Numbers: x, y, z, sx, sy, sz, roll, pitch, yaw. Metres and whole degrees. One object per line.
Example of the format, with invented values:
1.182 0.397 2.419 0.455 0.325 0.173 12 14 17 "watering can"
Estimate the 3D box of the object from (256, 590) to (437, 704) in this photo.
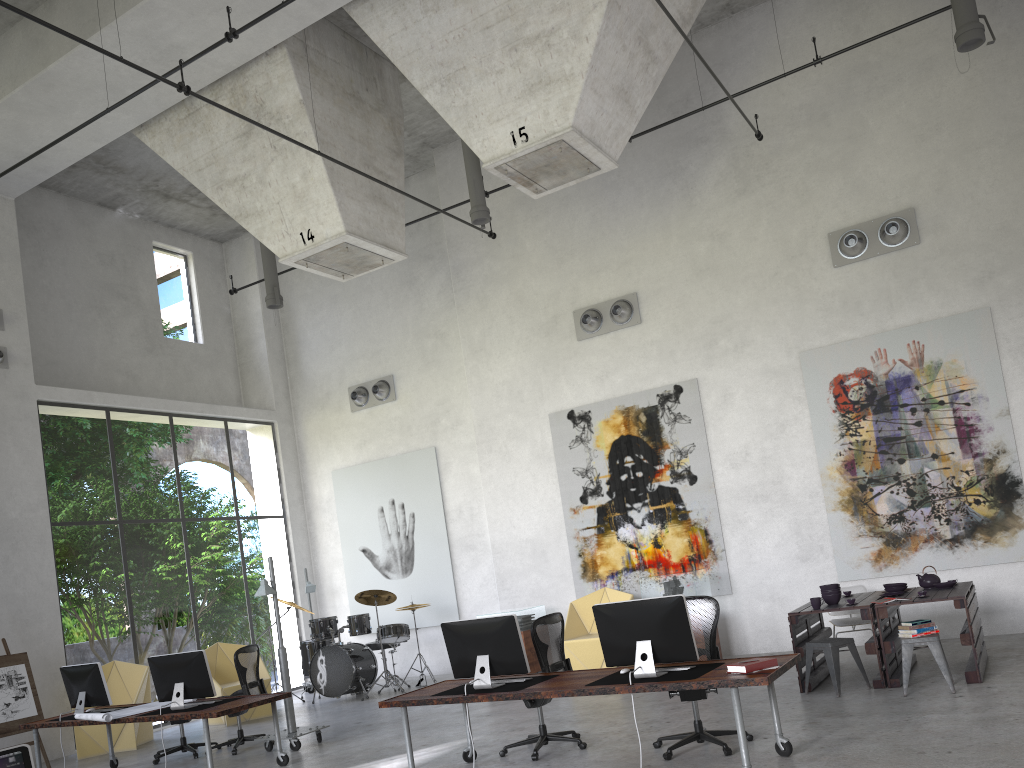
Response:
-2.591 4.092 14.071 2.987 1.723 1.901 -11 -9 14 "object"

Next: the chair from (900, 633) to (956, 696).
3.694 2.498 7.868 0.424 0.483 0.439 -12 -8 24 "chair"

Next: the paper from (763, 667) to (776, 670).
1.627 1.922 5.933 0.291 0.001 0.213 -11 -12 11 "paper"

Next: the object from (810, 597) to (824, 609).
3.011 2.160 8.656 0.130 0.108 0.101 -12 -8 21 "object"

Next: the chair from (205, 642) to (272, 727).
-4.102 4.380 12.953 0.976 1.155 0.951 -2 -9 -41 "chair"

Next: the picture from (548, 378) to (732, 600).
1.780 1.662 12.669 2.384 2.986 0.020 -12 -5 30 "picture"

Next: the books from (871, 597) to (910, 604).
3.616 2.056 8.384 0.304 0.030 0.227 -8 -12 -3 "books"

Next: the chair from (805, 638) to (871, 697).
3.087 2.705 8.430 0.418 0.483 0.446 -5 -8 -25 "chair"

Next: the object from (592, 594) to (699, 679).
0.993 1.823 6.361 0.724 0.546 0.377 -14 -8 31 "object"

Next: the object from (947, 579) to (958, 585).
4.520 2.038 9.009 0.116 0.055 0.140 -7 -11 -10 "object"

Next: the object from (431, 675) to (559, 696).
-0.130 2.414 7.024 0.860 0.008 0.690 -15 -14 30 "object"

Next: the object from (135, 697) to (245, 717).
-3.227 3.248 8.830 0.856 0.008 0.693 -13 -12 21 "object"

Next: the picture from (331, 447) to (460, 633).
-2.093 2.811 15.433 2.366 2.986 0.020 -12 -5 30 "picture"

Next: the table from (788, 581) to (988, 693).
3.829 2.546 8.901 1.621 0.785 1.512 -14 -12 29 "table"

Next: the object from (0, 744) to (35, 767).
-1.743 1.461 2.688 0.382 0.546 0.717 -12 -10 30 "object"

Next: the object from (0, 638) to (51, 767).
-6.207 3.726 10.680 0.693 2.120 0.694 -11 -5 30 "object"

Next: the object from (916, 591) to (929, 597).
3.871 1.987 8.305 0.138 0.055 0.118 -9 -10 5 "object"

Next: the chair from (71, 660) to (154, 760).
-5.390 4.331 11.808 0.976 1.156 0.951 -7 -7 -12 "chair"

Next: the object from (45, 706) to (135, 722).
-4.551 3.605 9.601 0.860 0.008 0.690 -15 -14 30 "object"

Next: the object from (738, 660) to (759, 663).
1.593 1.861 5.898 0.149 0.011 0.011 -8 -8 -1 "object"

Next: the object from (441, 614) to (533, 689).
-0.175 2.137 7.042 0.724 0.546 0.377 -14 -8 31 "object"

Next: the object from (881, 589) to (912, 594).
3.971 2.147 9.068 0.296 0.024 0.300 -10 -12 7 "object"

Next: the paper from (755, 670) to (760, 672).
1.632 1.922 5.940 0.290 0.001 0.214 3 -16 -43 "paper"

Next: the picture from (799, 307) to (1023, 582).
4.924 0.815 10.836 2.245 2.986 0.020 -12 -5 30 "picture"

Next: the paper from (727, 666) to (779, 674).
1.627 1.923 5.933 0.289 0.001 0.214 -7 -12 -8 "paper"

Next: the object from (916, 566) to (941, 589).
4.325 2.006 9.122 0.221 0.230 0.212 -12 -9 27 "object"

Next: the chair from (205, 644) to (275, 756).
-3.237 3.679 10.286 0.791 1.171 0.783 -8 -6 -7 "chair"

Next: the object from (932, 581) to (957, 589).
4.362 2.030 8.849 0.229 0.046 0.232 -10 -11 7 "object"

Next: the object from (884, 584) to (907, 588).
3.964 2.100 9.073 0.231 0.062 0.230 -14 -12 24 "object"

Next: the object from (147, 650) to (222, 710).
-3.270 2.971 8.847 0.721 0.547 0.379 -12 -7 21 "object"

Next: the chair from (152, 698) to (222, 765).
-3.906 3.803 10.408 0.766 1.171 0.808 -6 -7 -22 "chair"

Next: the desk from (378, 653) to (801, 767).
0.546 2.592 6.631 3.169 0.716 0.977 -15 -11 29 "desk"

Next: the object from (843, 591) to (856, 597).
3.653 2.278 9.544 0.137 0.055 0.118 2 -15 -44 "object"

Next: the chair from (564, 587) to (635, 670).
1.208 3.425 12.134 0.991 1.156 0.937 -12 -8 28 "chair"

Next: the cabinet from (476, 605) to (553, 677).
0.057 3.802 12.802 0.744 1.001 0.745 -12 -8 29 "cabinet"

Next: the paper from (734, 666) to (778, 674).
1.627 1.922 5.933 0.290 0.001 0.214 -9 -12 2 "paper"

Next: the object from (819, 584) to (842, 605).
3.240 2.130 8.912 0.196 0.211 0.214 -13 -9 30 "object"

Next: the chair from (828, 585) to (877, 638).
4.008 2.795 10.275 0.698 0.809 0.780 -10 -8 14 "chair"

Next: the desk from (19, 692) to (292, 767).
-3.724 3.747 9.148 3.169 0.716 0.977 -15 -11 29 "desk"

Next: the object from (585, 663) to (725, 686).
1.037 2.100 6.344 0.860 0.008 0.690 -15 -14 30 "object"

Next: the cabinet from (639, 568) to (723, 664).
2.193 3.072 11.391 0.752 1.241 0.595 -12 -6 29 "cabinet"

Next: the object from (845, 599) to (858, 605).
3.319 2.128 8.591 0.117 0.055 0.139 -11 -11 15 "object"

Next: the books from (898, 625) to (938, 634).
3.652 2.209 7.906 0.283 0.033 0.202 -2 -13 -29 "books"

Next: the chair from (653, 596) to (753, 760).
1.452 2.300 6.999 0.770 1.171 0.804 -8 -6 -2 "chair"

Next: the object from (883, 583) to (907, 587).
3.956 2.089 9.074 0.231 0.057 0.230 -15 -13 28 "object"

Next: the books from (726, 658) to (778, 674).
1.608 1.890 5.902 0.284 0.051 0.207 -2 -13 -28 "books"

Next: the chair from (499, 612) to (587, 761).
0.204 2.644 7.761 0.796 1.171 0.777 -10 -7 13 "chair"

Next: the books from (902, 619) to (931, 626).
3.642 2.150 7.912 0.203 0.025 0.147 -5 -12 -14 "books"

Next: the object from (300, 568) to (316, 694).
-3.474 4.284 15.345 0.576 2.128 0.606 -6 -5 -26 "object"

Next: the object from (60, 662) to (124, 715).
-4.596 3.328 9.619 0.724 0.546 0.377 -14 -8 31 "object"

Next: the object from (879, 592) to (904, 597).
3.819 2.122 8.838 0.237 0.019 0.236 -14 -13 24 "object"

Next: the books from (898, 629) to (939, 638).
3.657 2.243 7.903 0.283 0.034 0.202 -5 -12 -14 "books"

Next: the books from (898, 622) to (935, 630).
3.642 2.178 7.910 0.253 0.032 0.178 -7 -12 -9 "books"

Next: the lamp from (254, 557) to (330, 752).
-2.596 3.016 9.910 0.586 2.128 0.596 -11 -5 29 "lamp"

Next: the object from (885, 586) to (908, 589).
3.966 2.111 9.068 0.230 0.062 0.231 -14 -12 24 "object"

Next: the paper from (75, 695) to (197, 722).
-3.980 3.408 9.289 0.992 0.104 1.076 -18 -15 38 "paper"

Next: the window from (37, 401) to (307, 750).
-5.201 2.862 14.109 0.020 4.832 4.577 -11 -8 29 "window"

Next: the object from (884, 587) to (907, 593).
3.966 2.127 9.068 0.228 0.046 0.234 -6 -12 -11 "object"
